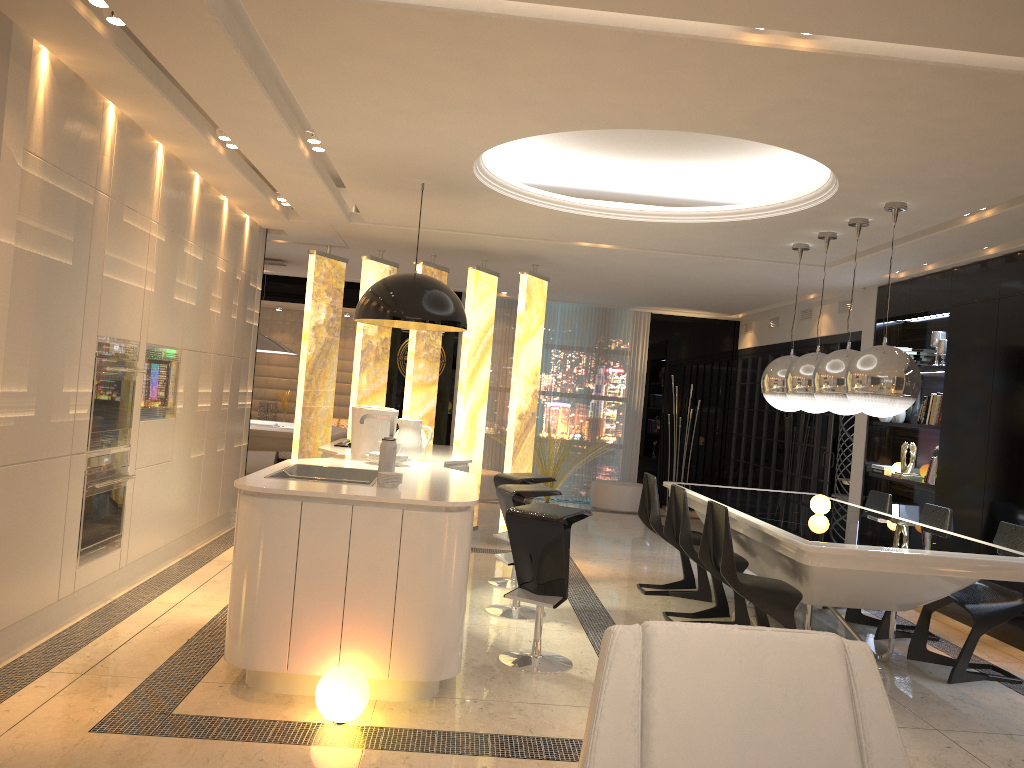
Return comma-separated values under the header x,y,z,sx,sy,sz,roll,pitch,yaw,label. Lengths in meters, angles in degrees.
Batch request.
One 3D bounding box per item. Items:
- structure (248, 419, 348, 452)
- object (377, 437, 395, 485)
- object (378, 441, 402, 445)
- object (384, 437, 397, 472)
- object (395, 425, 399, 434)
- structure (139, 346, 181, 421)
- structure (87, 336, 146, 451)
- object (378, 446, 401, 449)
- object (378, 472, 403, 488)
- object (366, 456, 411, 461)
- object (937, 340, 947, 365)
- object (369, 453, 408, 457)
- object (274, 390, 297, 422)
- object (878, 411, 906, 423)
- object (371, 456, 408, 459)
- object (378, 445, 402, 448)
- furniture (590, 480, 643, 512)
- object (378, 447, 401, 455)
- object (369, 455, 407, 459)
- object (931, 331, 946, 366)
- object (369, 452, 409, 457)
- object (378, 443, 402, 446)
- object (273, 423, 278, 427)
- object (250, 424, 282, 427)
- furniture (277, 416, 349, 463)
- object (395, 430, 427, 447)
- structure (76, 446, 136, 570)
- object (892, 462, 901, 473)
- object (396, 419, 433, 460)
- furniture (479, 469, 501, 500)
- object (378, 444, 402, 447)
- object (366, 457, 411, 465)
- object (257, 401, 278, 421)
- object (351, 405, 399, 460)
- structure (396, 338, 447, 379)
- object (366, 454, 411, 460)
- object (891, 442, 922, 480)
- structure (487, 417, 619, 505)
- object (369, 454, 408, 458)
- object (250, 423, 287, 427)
x,y,z,sx,sy,sz,roll,pitch,yaw,label
-3.293,0.791,9.779,2.912,0.812,1.659,5,-1,-3,structure
-0.582,0.356,4.112,0.071,0.219,0.071,5,-1,-12,object
-0.714,0.366,5.169,0.138,0.051,0.138,4,-1,45,object
-0.588,0.357,4.219,0.071,0.219,0.071,5,-1,-27,object
-0.991,0.367,6.643,0.266,0.147,0.253,4,-1,40,object
-2.431,-0.020,5.583,0.446,0.450,0.659,5,-1,-3,structure
-2.405,0.031,4.837,0.595,0.597,0.609,5,-1,-3,structure
-0.716,0.389,5.169,0.138,0.051,0.138,4,-1,45,object
-0.553,0.436,4.028,0.111,0.062,0.111,5,-1,18,object
-0.720,0.446,5.168,0.264,0.033,0.264,5,-1,-34,object
3.497,-0.241,7.179,0.104,0.224,0.104,5,-1,-1,object
-0.719,0.419,5.168,0.229,0.016,0.229,4,-1,26,object
-3.197,0.439,12.593,0.390,0.718,0.388,5,-1,-12,object
3.362,0.145,7.848,0.210,0.395,0.180,5,-1,0,object
-0.720,0.433,5.167,0.229,0.016,0.229,4,-1,26,object
-0.715,0.384,5.169,0.138,0.051,0.138,4,-1,45,object
1.383,1.442,11.495,0.735,0.357,0.735,5,-1,-31,furniture
-0.716,0.395,5.169,0.138,0.051,0.138,4,-1,45,object
-0.719,0.429,5.168,0.229,0.016,0.229,4,-1,26,object
3.500,-0.278,7.292,0.111,0.301,0.111,5,-1,-8,object
-0.718,0.415,5.168,0.229,0.016,0.229,4,-1,26,object
-0.714,0.372,5.169,0.138,0.051,0.138,4,-1,45,object
-2.621,0.460,9.826,0.057,0.057,0.057,5,-1,-34,object
-3.314,0.413,9.641,1.605,0.026,0.028,5,-1,-23,object
-2.481,0.899,12.322,1.312,0.810,1.107,5,-1,-3,furniture
-0.672,0.375,5.863,0.212,0.214,0.213,6,-1,-43,object
-2.457,0.638,4.828,0.595,0.597,0.609,5,-1,-3,structure
3.334,0.736,7.631,0.125,0.125,0.125,4,-1,36,object
-0.641,0.354,5.637,0.211,0.254,0.183,6,-1,-41,object
-0.486,1.283,11.480,0.735,0.357,0.735,5,-1,-1,furniture
-0.715,0.378,5.169,0.138,0.051,0.138,4,-1,45,object
-0.721,0.452,5.168,0.264,0.033,0.264,5,-1,-34,object
-3.493,0.506,12.627,0.247,0.522,0.124,5,-1,-3,object
-0.854,0.296,5.460,0.288,0.330,0.288,5,-1,14,object
-1.208,-0.329,11.832,0.669,0.669,0.048,5,-1,-3,structure
-0.720,0.440,5.168,0.264,0.033,0.264,5,-1,-34,object
3.332,0.644,7.465,0.177,0.311,0.177,5,-1,-3,object
0.494,0.969,11.129,1.282,1.142,1.275,4,-1,43,structure
-0.719,0.424,5.168,0.229,0.016,0.229,4,-1,26,object
-3.342,0.415,10.023,1.605,0.026,0.028,5,-1,2,object
